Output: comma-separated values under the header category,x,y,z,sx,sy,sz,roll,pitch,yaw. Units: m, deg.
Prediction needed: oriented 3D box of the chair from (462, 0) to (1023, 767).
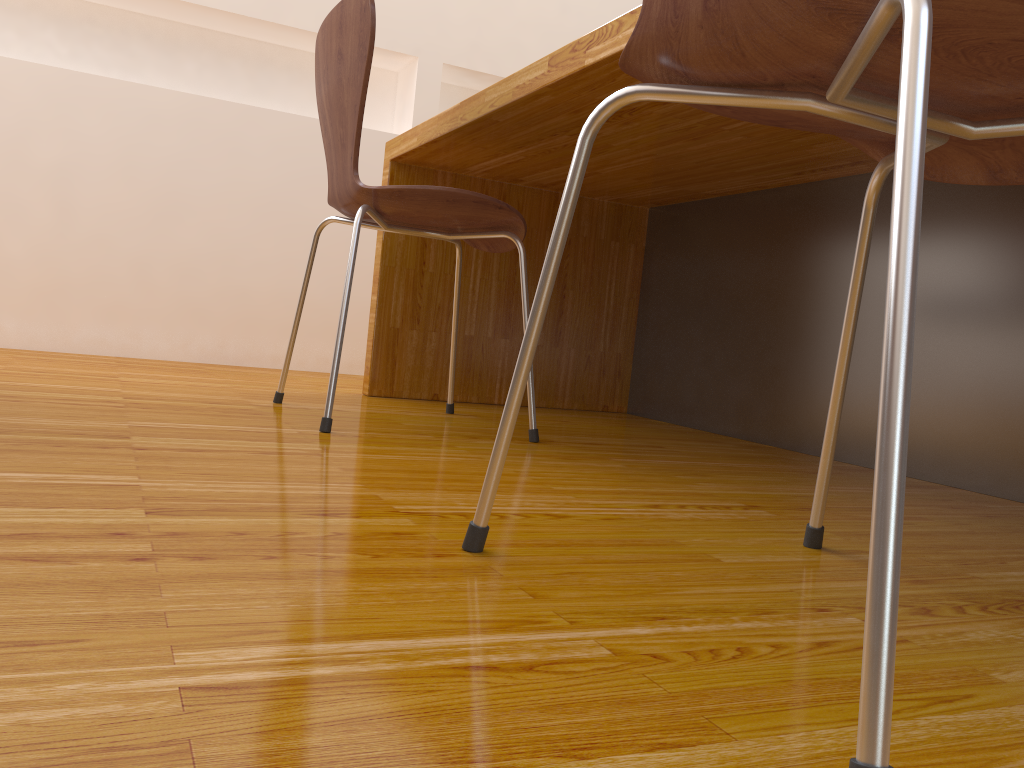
category,x,y,z,sx,sy,sz,roll,pitch,yaw
chair,0.251,-0.178,0.591,0.381,0.693,0.428,4,3,-25

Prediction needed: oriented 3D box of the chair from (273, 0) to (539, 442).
category,x,y,z,sx,sy,sz,roll,pitch,yaw
chair,-0.176,-0.275,1.607,0.381,0.693,0.428,4,3,-25

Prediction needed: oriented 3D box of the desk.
category,x,y,z,sx,sy,sz,roll,pitch,yaw
desk,0.867,0.116,0.981,1.248,1.022,3.216,4,3,-25
